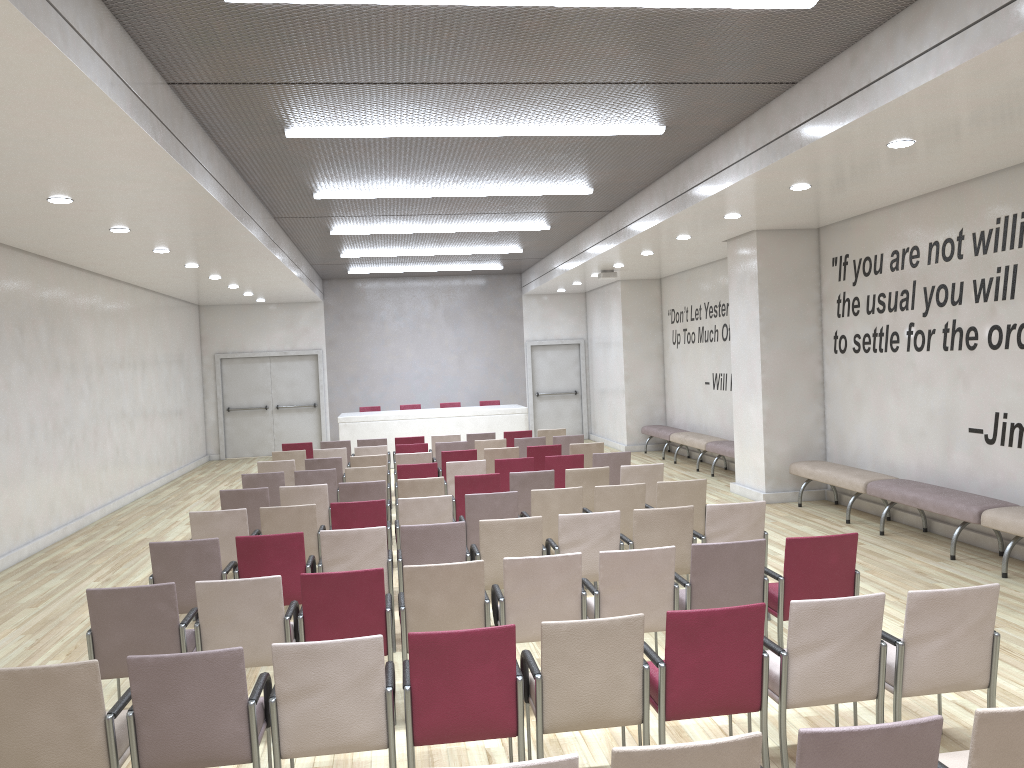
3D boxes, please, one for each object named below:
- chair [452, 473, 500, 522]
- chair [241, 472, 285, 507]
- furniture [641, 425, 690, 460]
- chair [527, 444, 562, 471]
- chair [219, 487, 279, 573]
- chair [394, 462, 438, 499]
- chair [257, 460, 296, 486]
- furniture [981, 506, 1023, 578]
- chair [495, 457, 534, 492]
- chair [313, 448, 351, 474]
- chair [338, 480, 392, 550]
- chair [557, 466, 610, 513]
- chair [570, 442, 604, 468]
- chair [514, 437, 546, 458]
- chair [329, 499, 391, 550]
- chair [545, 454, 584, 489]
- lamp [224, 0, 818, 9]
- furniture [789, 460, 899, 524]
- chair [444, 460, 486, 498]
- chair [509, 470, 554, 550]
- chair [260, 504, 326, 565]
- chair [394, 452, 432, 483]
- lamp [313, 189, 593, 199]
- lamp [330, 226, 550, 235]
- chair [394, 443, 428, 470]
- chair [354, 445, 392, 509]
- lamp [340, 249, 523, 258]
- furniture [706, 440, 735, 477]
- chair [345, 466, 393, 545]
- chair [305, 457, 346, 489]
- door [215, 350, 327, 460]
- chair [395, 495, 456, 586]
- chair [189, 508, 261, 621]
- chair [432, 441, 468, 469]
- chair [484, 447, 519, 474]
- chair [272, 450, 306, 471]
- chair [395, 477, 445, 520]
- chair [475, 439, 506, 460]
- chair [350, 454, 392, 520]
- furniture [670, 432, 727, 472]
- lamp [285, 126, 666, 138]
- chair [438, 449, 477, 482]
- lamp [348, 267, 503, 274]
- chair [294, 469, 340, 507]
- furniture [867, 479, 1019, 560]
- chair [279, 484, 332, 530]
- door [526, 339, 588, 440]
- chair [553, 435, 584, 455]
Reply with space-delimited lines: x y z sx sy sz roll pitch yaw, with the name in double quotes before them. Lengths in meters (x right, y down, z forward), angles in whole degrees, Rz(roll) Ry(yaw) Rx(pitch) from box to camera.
"chair" -0.360 1.316 8.919 0.513 0.890 0.640 -3 2 -8
"chair" -2.704 1.392 9.834 0.513 0.890 0.640 -3 2 -8
"furniture" 2.979 1.112 17.153 0.530 0.550 1.833 -3 2 -8
"chair" 0.386 1.213 11.497 0.513 0.890 0.640 -3 2 -8
"chair" -2.531 1.419 8.618 0.513 0.890 0.640 -3 2 -7
"chair" -1.067 1.315 10.062 0.513 0.890 0.640 -3 2 -8
"chair" -2.876 1.367 11.039 0.513 0.890 0.640 -3 2 -7
"furniture" 4.407 1.336 6.814 0.530 0.550 1.833 -3 2 -8
"chair" 0.010 1.265 10.193 0.513 0.890 0.640 -3 2 -7
"chair" -2.492 1.314 12.335 0.513 0.890 0.640 -3 2 -8
"chair" -1.446 1.368 8.753 0.513 0.890 0.640 -3 2 -7
"chair" 0.723 1.266 9.053 0.513 0.890 0.640 -3 2 -8
"chair" 0.930 1.187 11.569 0.513 0.890 0.640 -3 2 -8
"chair" 0.233 1.186 12.706 0.513 0.890 0.640 -3 2 -8
"chair" -1.279 1.394 7.537 0.513 0.890 0.640 -3 2 -8
"chair" 0.571 1.238 10.280 0.513 0.890 0.640 -3 2 -8
"lamp" 0.110 -2.131 4.909 3.304 0.045 0.198 -3 2 -8
"furniture" 3.899 1.256 10.491 0.530 0.550 1.833 -3 2 -8
"chair" -0.530 1.290 10.128 0.513 0.890 0.640 -3 2 -8
"chair" 0.176 1.291 8.986 0.513 0.890 0.640 -3 2 -8
"chair" -1.831 1.420 7.463 0.513 0.890 0.640 -3 2 -8
"chair" -1.234 1.289 11.265 0.513 0.890 0.640 -3 2 -7
"lamp" -0.667 -2.253 10.538 3.304 0.045 0.198 -3 2 -8
"lamp" -1.061 -2.315 13.392 3.304 0.045 0.198 -3 2 -8
"chair" -1.400 1.262 12.500 0.513 0.890 0.640 -3 2 -8
"chair" -1.954 1.288 12.421 0.513 0.890 0.640 -3 2 -9
"lamp" -1.445 -2.375 16.172 3.304 0.045 0.198 -3 2 -8
"furniture" 3.487 1.192 13.476 0.530 0.550 1.833 -3 2 -8
"chair" -1.618 1.341 9.977 0.513 0.890 0.640 -3 2 -8
"chair" -2.325 1.341 11.116 0.513 0.890 0.640 -3 2 -8
"door" -5.486 0.468 20.275 2.373 2.400 0.200 -3 2 -8
"chair" -0.741 1.369 7.623 0.513 0.890 0.640 -3 2 -8
"chair" -2.370 1.446 7.391 0.513 0.890 0.640 -3 2 -7
"chair" -0.856 1.237 12.559 0.513 0.890 0.640 -3 2 -7
"chair" -0.155 1.238 11.422 0.513 0.890 0.640 -3 2 -8
"chair" -3.038 1.340 12.271 0.513 0.890 0.640 -3 2 -9
"chair" -0.895 1.342 8.826 0.513 0.890 0.640 -3 2 -8
"chair" -0.322 1.211 12.644 0.513 0.890 0.640 -3 2 -8
"chair" -1.791 1.315 11.200 0.513 0.890 0.640 -3 2 -9
"furniture" 3.233 1.152 15.312 0.530 0.550 1.833 -3 2 -8
"lamp" -0.282 -2.193 7.744 3.304 0.045 0.198 -3 2 -8
"chair" -0.684 1.263 11.339 0.513 0.890 0.640 -3 2 -9
"lamp" -1.835 -2.436 18.996 3.304 0.045 0.198 -3 2 -8
"chair" -2.154 1.367 9.903 0.513 0.890 0.640 -3 2 -8
"furniture" 4.153 1.296 8.651 0.530 0.550 1.833 -3 2 -8
"chair" -1.989 1.393 8.677 0.513 0.890 0.640 -3 2 -7
"door" 1.070 0.159 21.173 1.400 2.400 0.200 -3 2 -8
"chair" 0.777 1.160 12.778 0.513 0.890 0.640 -3 2 -7
